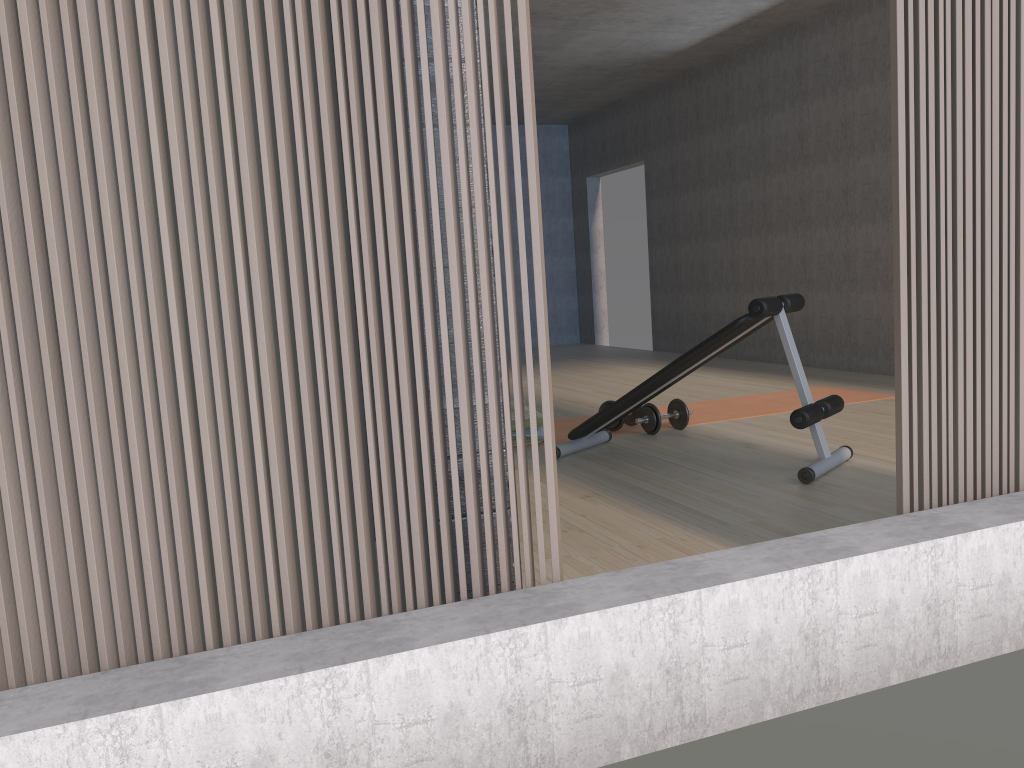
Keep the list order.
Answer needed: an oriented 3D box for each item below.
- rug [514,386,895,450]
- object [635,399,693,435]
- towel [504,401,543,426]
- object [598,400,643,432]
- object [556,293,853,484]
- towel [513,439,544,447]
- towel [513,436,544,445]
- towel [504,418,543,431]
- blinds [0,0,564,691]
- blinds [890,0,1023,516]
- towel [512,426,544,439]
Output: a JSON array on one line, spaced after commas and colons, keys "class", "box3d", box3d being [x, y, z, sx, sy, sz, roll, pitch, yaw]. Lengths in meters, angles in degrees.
[{"class": "rug", "box3d": [1.019, 0.188, 5.419, 2.779, 0.002, 0.716, -6, 7, -20]}, {"class": "object", "box3d": [0.839, 0.180, 4.881, 0.385, 0.176, 0.176, -7, 8, -28]}, {"class": "towel", "box3d": [-0.036, 0.161, 4.861, 0.384, 0.123, 0.373, -9, 8, -36]}, {"class": "object", "box3d": [0.619, 0.166, 5.031, 0.176, 0.176, 0.385, 2, 9, 41]}, {"class": "object", "box3d": [0.816, -0.017, 4.083, 1.312, 0.746, 0.505, 2, 9, 39]}, {"class": "towel", "box3d": [-0.034, 0.297, 4.893, 0.376, 0.044, 0.371, -6, 7, -21]}, {"class": "towel", "box3d": [-0.015, 0.273, 4.890, 0.380, 0.081, 0.367, -7, 7, -22]}, {"class": "towel", "box3d": [-0.046, 0.218, 4.843, 0.376, 0.085, 0.371, -6, 7, -15]}, {"class": "blinds", "box3d": [-0.479, -0.639, 1.584, 1.133, 2.744, 0.069, -6, 7, -20]}, {"class": "blinds", "box3d": [1.418, -0.847, 2.286, 1.133, 2.744, 0.069, -6, 7, -20]}, {"class": "towel", "box3d": [-0.025, 0.251, 4.864, 0.383, 0.078, 0.383, -4, 7, -3]}]
